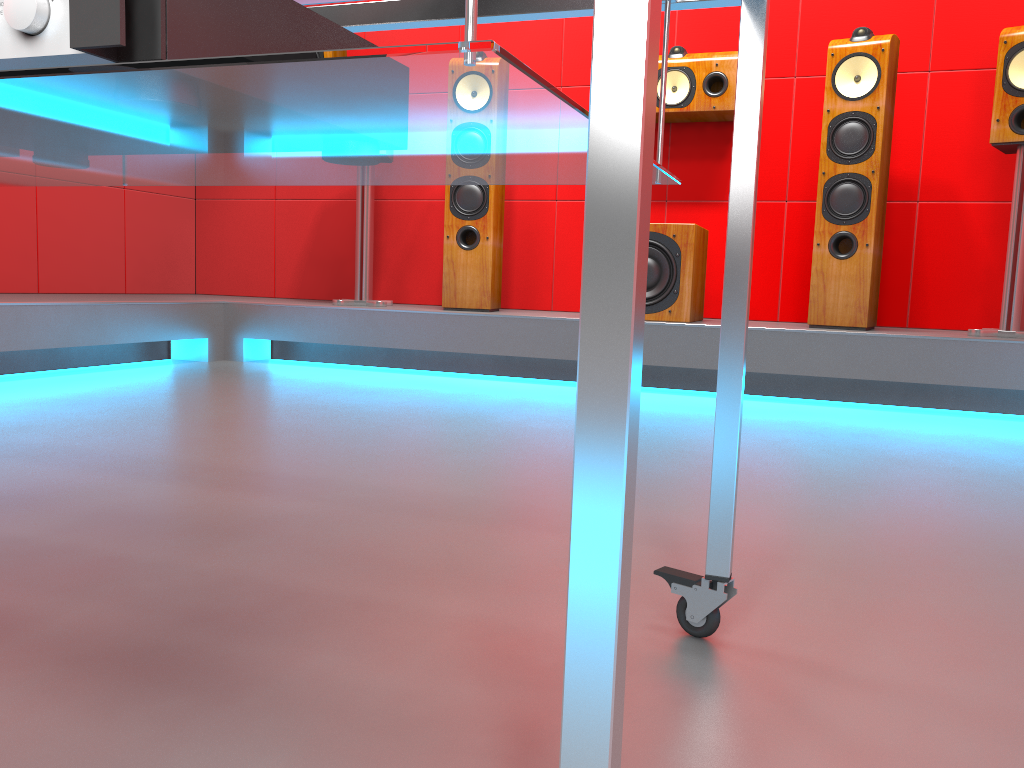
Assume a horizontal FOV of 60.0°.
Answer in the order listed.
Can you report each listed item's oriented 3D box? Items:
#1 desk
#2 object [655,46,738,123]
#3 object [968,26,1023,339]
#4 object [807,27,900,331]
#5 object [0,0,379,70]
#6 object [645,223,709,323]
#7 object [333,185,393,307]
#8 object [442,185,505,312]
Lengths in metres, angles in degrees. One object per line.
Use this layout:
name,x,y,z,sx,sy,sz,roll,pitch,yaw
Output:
desk,-0.604,-0.103,0.919,1.617,0.690,0.594,4,7,20
object,0.690,-1.242,3.670,0.493,0.271,0.235,4,7,20
object,1.740,-0.687,2.995,0.231,1.058,0.265,7,8,40
object,1.233,-0.726,3.202,0.203,1.052,0.238,6,7,30
object,-0.365,-0.258,0.750,0.435,0.092,0.365,4,7,20
object,0.549,-0.432,3.455,0.360,0.360,0.360,4,7,20
object,-0.635,-0.872,3.850,0.231,1.058,0.265,2,6,0
object,-0.150,-0.831,3.676,0.203,1.052,0.238,3,7,10
